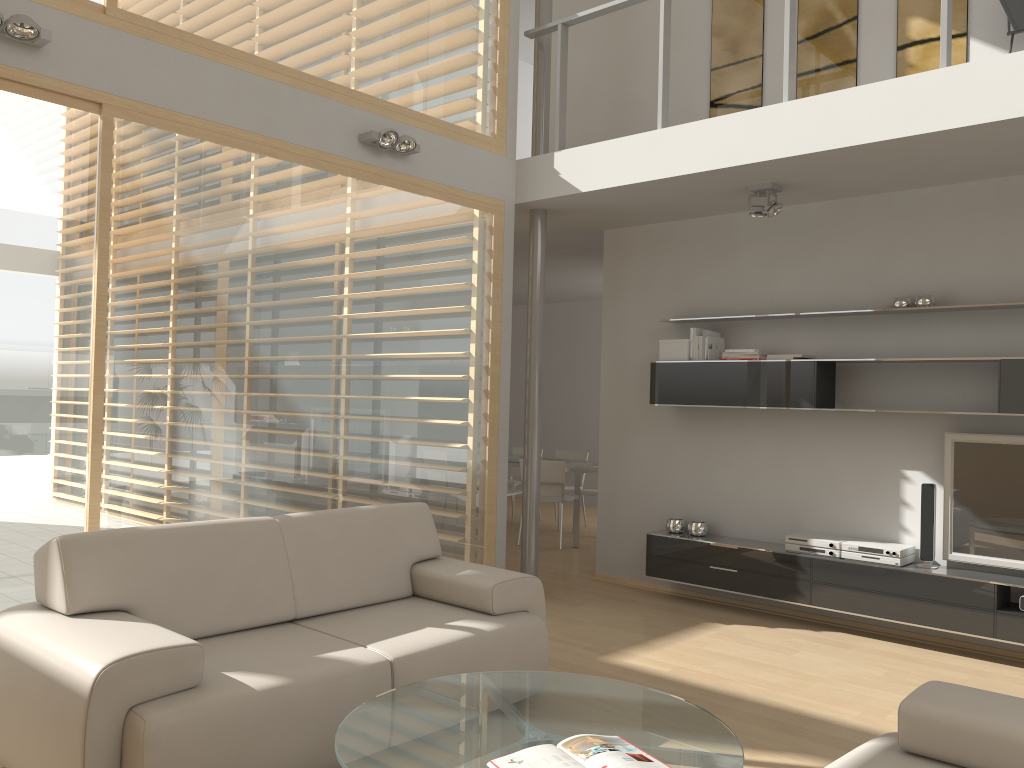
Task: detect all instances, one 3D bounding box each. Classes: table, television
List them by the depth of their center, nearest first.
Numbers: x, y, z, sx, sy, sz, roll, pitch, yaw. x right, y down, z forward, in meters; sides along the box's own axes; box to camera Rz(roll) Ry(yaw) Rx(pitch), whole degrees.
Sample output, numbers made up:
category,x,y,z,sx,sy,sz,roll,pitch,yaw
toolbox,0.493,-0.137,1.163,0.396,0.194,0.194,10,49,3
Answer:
category,x,y,z,sx,sy,sz,roll,pitch,yaw
table,0.074,1.229,2.663,1.198,0.370,1.198,2,-1,-31
television,2.970,0.651,4.733,1.224,0.735,0.096,1,-1,42
table,0.114,1.156,9.320,2.199,0.746,0.900,1,-1,42

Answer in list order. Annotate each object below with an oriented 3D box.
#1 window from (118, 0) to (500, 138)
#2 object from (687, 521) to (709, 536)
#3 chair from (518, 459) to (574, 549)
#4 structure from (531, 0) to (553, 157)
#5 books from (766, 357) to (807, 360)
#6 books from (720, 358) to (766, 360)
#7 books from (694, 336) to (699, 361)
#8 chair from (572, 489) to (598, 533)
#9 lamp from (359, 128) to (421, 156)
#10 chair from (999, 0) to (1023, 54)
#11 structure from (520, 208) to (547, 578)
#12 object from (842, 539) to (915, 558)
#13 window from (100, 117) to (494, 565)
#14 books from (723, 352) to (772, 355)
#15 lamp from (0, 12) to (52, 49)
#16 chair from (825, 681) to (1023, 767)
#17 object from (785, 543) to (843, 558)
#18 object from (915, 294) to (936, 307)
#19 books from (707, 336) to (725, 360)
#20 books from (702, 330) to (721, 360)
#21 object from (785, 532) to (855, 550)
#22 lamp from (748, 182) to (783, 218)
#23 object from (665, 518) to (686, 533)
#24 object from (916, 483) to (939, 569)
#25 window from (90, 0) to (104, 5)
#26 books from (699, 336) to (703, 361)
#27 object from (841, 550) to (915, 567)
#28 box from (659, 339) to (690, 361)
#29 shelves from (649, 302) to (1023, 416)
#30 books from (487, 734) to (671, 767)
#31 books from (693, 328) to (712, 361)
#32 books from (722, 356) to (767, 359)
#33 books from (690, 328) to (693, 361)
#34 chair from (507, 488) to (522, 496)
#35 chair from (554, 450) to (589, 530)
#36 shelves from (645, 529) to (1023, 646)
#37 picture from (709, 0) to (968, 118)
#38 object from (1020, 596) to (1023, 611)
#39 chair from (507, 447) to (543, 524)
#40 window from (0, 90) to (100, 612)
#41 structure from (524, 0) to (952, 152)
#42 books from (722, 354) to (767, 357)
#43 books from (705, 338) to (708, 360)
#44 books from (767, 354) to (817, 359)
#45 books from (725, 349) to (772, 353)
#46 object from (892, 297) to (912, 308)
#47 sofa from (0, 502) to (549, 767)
category,x,y,z,sx,sy,sz,roll,pitch,yaw
window,-0.929,-2.773,4.997,0.020,2.200,2.525,1,-1,42
object,1.287,1.001,6.137,0.143,0.091,0.143,2,-1,-16
chair,0.354,1.118,8.451,0.455,0.807,0.501,1,-1,22
structure,0.226,-2.720,6.261,0.121,2.400,0.122,1,-1,30
books,1.787,-0.157,5.692,0.254,0.015,0.190,2,-1,-41
books,1.564,-0.158,5.873,0.297,0.013,0.210,1,-1,42
books,1.331,-0.238,6.118,0.027,0.169,0.230,1,-1,42
chair,0.962,1.147,9.204,0.455,0.807,0.501,1,-1,42
lamp,-0.686,-1.393,5.127,0.183,0.110,0.360,1,-1,42
chair,2.837,-1.893,4.605,0.628,0.825,0.537,1,-1,42
structure,0.152,0.129,6.210,0.121,2.700,0.122,1,-1,30
object,2.182,0.982,5.293,0.349,0.049,0.262,1,-1,42
window,-1.003,0.076,4.947,0.020,2.500,2.525,1,-1,42
books,1.558,-0.199,5.875,0.254,0.015,0.190,1,-1,43
lamp,-2.067,-1.463,3.593,0.182,0.080,0.360,1,-1,42
chair,1.098,1.002,1.846,1.165,0.846,1.562,1,-1,42
object,1.916,1.028,5.529,0.349,0.049,0.262,1,-1,42
object,2.418,-0.482,5.187,0.115,0.081,0.115,1,-1,23
books,1.399,-0.237,6.070,0.023,0.169,0.230,1,-1,42
books,1.367,-0.258,6.080,0.021,0.210,0.207,1,-1,42
object,1.918,0.979,5.530,0.349,0.049,0.262,1,-1,42
lamp,1.539,-1.103,5.381,0.214,0.195,0.150,1,-1,42
object,1.155,1.000,6.255,0.143,0.091,0.143,2,-1,-16
object,2.412,0.817,5.138,0.111,0.483,0.116,1,-1,38
window,-2.669,-2.852,3.101,0.020,2.200,2.525,1,-1,42
books,1.357,-0.238,6.105,0.027,0.169,0.230,1,-1,42
object,2.184,1.030,5.296,0.349,0.049,0.250,1,-1,42
box,1.190,-0.230,6.209,0.232,0.149,0.232,1,-1,42
shelves,2.641,0.017,4.916,4.236,0.914,0.300,1,-1,42
books,0.195,1.024,2.384,0.440,0.037,0.297,2,-1,-28
books,1.320,-0.267,6.139,0.017,0.227,0.230,1,-1,42
books,1.562,-0.170,5.876,0.268,0.011,0.190,1,-1,43
books,1.302,-0.267,6.147,0.017,0.227,0.230,1,-1,42
chair,-0.143,1.114,8.954,0.455,0.807,0.501,1,-1,37
chair,0.506,1.143,9.659,0.455,0.807,0.501,1,-1,42
shelves,2.610,1.215,4.895,4.236,0.312,0.300,1,-1,42
picture,2.054,-2.768,5.755,1.684,1.800,0.010,1,-1,42
object,2.811,1.163,4.596,0.300,0.092,0.085,1,-1,42
chair,0.023,1.138,10.082,0.455,0.807,0.501,1,-1,42
window,-2.744,-0.003,3.050,0.020,2.500,2.525,1,-1,42
structure,2.103,-1.955,4.320,5.400,0.900,0.080,1,-1,42
books,1.554,-0.183,5.882,0.254,0.015,0.190,1,-1,38
books,1.379,-0.231,6.070,0.009,0.156,0.207,1,-1,42
books,1.793,-0.173,5.680,0.230,0.017,0.227,1,-1,42
books,1.570,-0.214,5.883,0.227,0.017,0.230,1,-1,37
object,2.338,-0.482,5.317,0.115,0.081,0.115,1,-1,23
sofa,-0.850,0.982,3.615,1.168,0.846,2.093,1,-1,42
